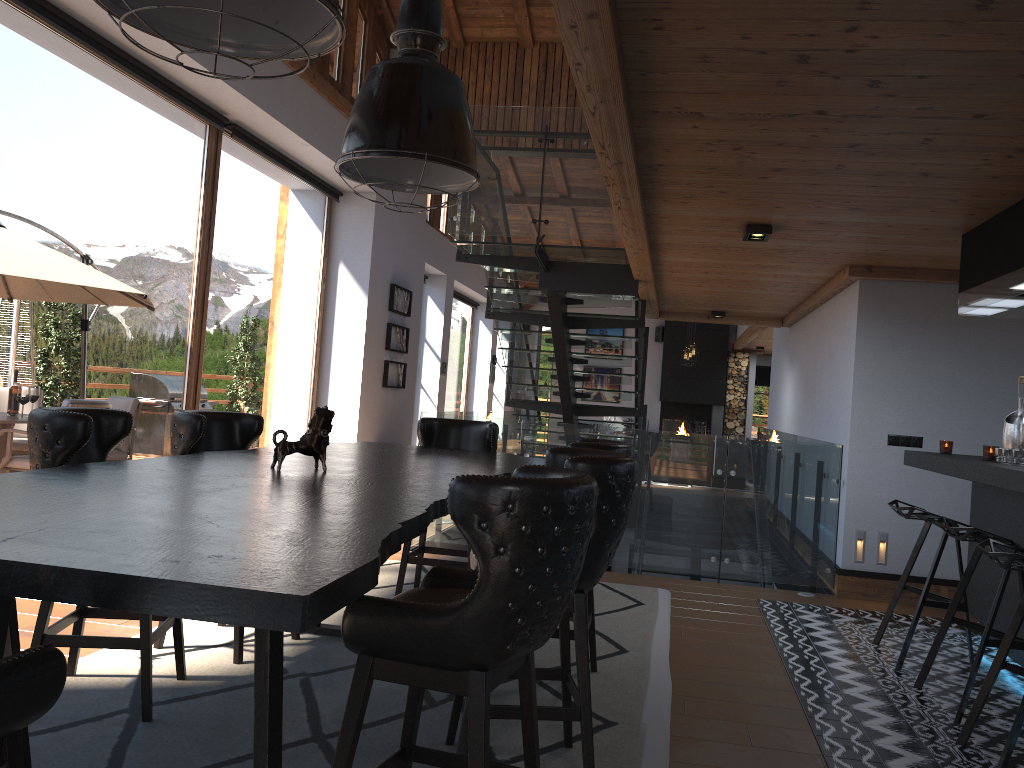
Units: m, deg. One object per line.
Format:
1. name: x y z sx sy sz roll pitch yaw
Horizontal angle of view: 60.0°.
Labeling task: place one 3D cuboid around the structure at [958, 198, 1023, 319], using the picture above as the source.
1. structure: 2.646 -0.654 3.470 0.708 0.476 3.261 4 -1 10

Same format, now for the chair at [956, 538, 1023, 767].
1. chair: 1.961 1.032 3.258 0.466 0.840 0.542 4 -1 16

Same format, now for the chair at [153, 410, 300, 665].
1. chair: -1.325 0.684 4.127 0.564 1.092 0.507 4 -2 19

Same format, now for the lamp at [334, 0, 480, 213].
1. lamp: -0.282 -3.086 3.861 0.628 4.687 0.614 5 -2 -35

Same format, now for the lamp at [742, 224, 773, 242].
1. lamp: 1.479 -0.917 5.349 0.155 0.068 0.262 4 -1 10

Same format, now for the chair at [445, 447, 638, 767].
1. chair: 0.101 0.764 2.972 0.570 1.092 0.502 4 -2 -6

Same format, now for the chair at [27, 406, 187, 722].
1. chair: -1.535 0.648 3.328 0.570 1.092 0.502 4 -2 -6

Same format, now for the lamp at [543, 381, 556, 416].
1. lamp: 0.805 0.649 19.393 0.522 1.899 1.335 3 -2 31

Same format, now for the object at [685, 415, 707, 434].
1. object: 3.427 0.988 16.586 0.403 0.808 0.624 4 -1 21

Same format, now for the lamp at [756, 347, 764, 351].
1. lamp: 5.258 -0.755 18.786 0.155 0.068 0.262 4 -1 10

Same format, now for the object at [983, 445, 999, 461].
1. object: 2.592 0.376 4.799 0.080 0.081 0.078 5 -1 -25

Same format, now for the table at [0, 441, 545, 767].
1. table: -0.712 0.800 3.316 1.424 0.950 3.810 4 -1 10

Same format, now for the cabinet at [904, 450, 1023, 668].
1. cabinet: 2.484 0.940 3.240 0.885 1.104 4.817 4 -1 10

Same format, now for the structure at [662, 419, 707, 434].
1. structure: 3.823 1.066 19.670 0.979 0.514 0.184 4 -2 9

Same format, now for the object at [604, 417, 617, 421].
1. object: 2.207 0.917 19.980 0.261 0.532 0.423 5 -1 -21

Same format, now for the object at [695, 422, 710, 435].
1. object: 4.112 1.334 19.233 0.311 1.018 0.304 5 -2 -35

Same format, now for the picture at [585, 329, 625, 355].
1. picture: 2.130 -0.982 20.415 0.876 0.816 0.036 4 -2 9

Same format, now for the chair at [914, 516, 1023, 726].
1. chair: 2.172 1.059 4.021 0.468 0.840 0.540 4 -1 7

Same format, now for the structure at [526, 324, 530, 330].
1. structure: 0.314 -1.346 20.637 0.213 0.349 0.214 4 -1 10

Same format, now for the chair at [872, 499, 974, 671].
1. chair: 2.265 1.076 4.774 0.467 0.840 0.540 4 -1 10

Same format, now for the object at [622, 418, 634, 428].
1. object: 2.645 0.976 19.974 0.338 0.455 0.337 3 -2 35

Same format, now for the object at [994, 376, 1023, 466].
1. object: 2.609 0.188 4.542 0.225 0.453 0.225 4 -2 10

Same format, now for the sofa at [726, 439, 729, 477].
1. sofa: 2.872 1.270 15.106 2.557 0.838 1.243 4 -1 9

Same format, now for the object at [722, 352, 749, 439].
1. object: 4.934 0.602 19.656 0.492 2.613 0.468 4 -2 9

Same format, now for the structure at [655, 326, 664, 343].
1. structure: 3.357 -1.128 20.147 0.213 0.349 0.214 4 -1 10

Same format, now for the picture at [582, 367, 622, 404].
1. picture: 2.057 0.011 20.386 0.876 0.816 0.036 4 -2 9

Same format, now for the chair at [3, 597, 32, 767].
1. chair: -1.659 0.625 2.370 0.566 1.092 0.505 4 -2 9

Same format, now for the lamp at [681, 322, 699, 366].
1. lamp: 3.510 -1.465 17.297 0.261 2.202 0.802 4 -2 1

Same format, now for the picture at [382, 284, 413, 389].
1. picture: -1.484 -0.601 11.540 0.059 1.313 0.777 4 -1 10

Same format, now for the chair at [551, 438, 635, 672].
1. chair: 0.225 0.786 3.930 0.566 1.092 0.505 4 -2 9

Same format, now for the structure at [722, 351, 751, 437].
1. structure: 4.939 0.596 19.646 0.500 2.618 0.513 4 -2 10

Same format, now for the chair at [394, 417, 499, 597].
1. chair: -0.373 0.761 5.292 0.502 1.092 0.570 4 -2 9

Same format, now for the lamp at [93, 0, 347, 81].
1. lamp: -0.568 -3.129 2.289 0.628 4.687 0.614 5 -2 -35

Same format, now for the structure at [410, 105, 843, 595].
1. structure: -1.586 0.885 8.874 9.176 6.401 11.063 4 -1 10

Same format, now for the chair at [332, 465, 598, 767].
1. chair: -0.110 0.747 2.173 0.564 1.092 0.507 4 -2 19

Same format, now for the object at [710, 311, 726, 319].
1. object: 2.330 -0.789 10.031 0.155 0.068 0.262 4 -1 10

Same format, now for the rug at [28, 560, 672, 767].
1. rug: -0.628 1.267 3.612 2.542 0.047 5.651 4 -1 10

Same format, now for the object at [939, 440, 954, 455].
1. object: 2.678 0.391 5.467 0.078 0.081 0.080 3 -2 45

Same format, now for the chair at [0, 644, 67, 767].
1. chair: -1.042 0.656 1.308 0.502 1.092 0.570 4 -2 9

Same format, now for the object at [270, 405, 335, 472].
1. object: -0.782 0.200 3.303 0.223 0.253 0.115 5 -2 -28
